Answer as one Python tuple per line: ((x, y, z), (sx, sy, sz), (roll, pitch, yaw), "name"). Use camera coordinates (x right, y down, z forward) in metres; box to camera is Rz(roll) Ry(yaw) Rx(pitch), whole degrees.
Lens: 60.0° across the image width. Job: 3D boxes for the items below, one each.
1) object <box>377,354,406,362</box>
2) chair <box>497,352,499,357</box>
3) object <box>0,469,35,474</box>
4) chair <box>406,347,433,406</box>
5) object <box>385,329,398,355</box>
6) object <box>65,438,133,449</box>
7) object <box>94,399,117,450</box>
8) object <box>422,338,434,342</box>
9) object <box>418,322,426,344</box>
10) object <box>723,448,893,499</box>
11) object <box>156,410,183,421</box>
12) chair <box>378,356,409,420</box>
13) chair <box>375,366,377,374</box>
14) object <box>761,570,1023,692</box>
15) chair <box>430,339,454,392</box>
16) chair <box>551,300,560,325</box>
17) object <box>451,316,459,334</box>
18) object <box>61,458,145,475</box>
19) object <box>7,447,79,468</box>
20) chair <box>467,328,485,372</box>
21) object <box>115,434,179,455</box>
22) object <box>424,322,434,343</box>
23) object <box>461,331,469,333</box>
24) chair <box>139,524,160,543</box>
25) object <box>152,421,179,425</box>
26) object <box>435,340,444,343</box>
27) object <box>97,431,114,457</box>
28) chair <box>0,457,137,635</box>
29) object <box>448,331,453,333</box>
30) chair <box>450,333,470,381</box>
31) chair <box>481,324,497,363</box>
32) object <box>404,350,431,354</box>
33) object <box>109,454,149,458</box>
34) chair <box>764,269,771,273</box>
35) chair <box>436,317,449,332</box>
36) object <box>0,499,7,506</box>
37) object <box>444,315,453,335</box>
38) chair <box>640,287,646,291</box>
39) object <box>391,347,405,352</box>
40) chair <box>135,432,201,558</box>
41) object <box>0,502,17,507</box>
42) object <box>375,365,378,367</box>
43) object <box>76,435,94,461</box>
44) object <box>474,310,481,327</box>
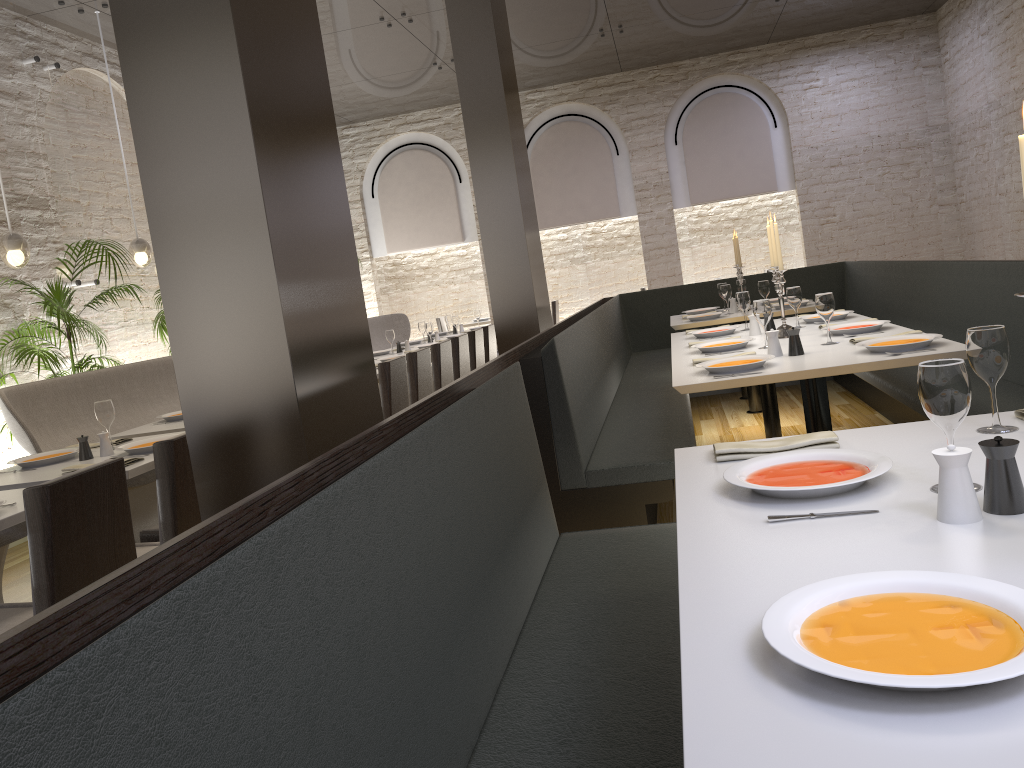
((-0.963, -0.207, 7.318), (0.322, 0.036, 0.322), (-10, 6, -11), "object")
((-0.045, -0.333, 10.130), (0.565, 0.903, 0.413), (-8, 4, 11), "chair")
((-2.127, 0.373, 3.814), (0.185, 0.010, 0.017), (-7, 6, 11), "object")
((-0.787, 0.249, 5.937), (0.565, 0.903, 0.413), (-8, 4, 11), "chair")
((-1.130, -0.391, 8.297), (0.086, 0.230, 0.086), (-5, 6, 41), "object")
((-2.014, 0.295, 4.325), (0.272, 0.033, 0.143), (-7, 6, 11), "object")
((-1.872, 0.191, 4.100), (0.086, 0.230, 0.086), (-12, 5, -37), "object")
((-1.023, -0.483, 9.930), (0.272, 0.033, 0.143), (-7, 6, 11), "object")
((-0.940, -0.541, 9.372), (0.086, 0.230, 0.086), (-5, 6, 41), "object")
((0.584, 0.183, 1.758), (0.321, 0.036, 0.323), (-5, 7, 30), "object")
((-1.890, 0.179, 5.134), (0.322, 0.036, 0.322), (-9, 6, -7), "object")
((-0.884, 0.326, 5.384), (0.565, 0.903, 0.413), (-8, 4, 11), "chair")
((-0.982, 0.402, 4.834), (0.565, 0.903, 0.413), (-8, 4, 11), "chair")
((0.452, 0.286, 1.012), (0.322, 0.036, 0.322), (-10, 6, -13), "object")
((-0.684, 0.169, 6.517), (0.565, 0.903, 0.413), (-8, 4, 11), "chair")
((0.477, -0.778, 13.389), (0.565, 0.903, 0.413), (-8, 4, 11), "chair")
((-0.613, -0.635, 9.769), (0.086, 0.230, 0.086), (-5, 6, 41), "object")
((-1.632, 0.325, 3.539), (0.272, 0.033, 0.143), (-7, 6, 11), "object")
((-2.092, 0.337, 3.993), (0.323, 0.036, 0.321), (-15, 9, -44), "object")
((-0.483, 0.011, 7.653), (0.565, 0.903, 0.413), (-8, 4, 11), "chair")
((-1.569, 0.269, 3.891), (0.323, 0.036, 0.321), (-15, 9, -44), "object")
((-0.804, -0.485, 8.694), (0.086, 0.230, 0.086), (-5, 6, 41), "object")
((-0.443, -0.608, 10.262), (0.272, 0.033, 0.143), (-7, 6, 11), "object")
((-1.183, 0.560, 3.698), (0.565, 0.903, 0.413), (-8, 4, 11), "chair")
((-1.925, 0.214, 4.955), (0.185, 0.010, 0.017), (-7, 6, 11), "object")
((-0.641, -0.453, 9.145), (0.272, 0.033, 0.143), (-7, 6, 11), "object")
((-1.796, 0.262, 3.910), (0.059, 0.109, 0.060), (-7, 5, 19), "object")
((-1.384, 0.718, 2.560), (0.565, 0.903, 0.413), (-8, 4, 11), "chair")
((-0.826, -0.638, 11.048), (0.272, 0.033, 0.143), (-7, 6, 11), "object")
((-0.585, 0.091, 7.075), (0.565, 0.903, 0.413), (-8, 4, 11), "chair")
((-0.387, -0.065, 8.199), (0.565, 0.903, 0.413), (-8, 4, 11), "chair")
((-0.832, -0.303, 8.063), (0.272, 0.033, 0.143), (-7, 6, 11), "object")
((-1.605, 0.302, 3.713), (0.181, 0.015, 0.038), (-7, 6, 12), "object")
((3.510, -1.172, 12.812), (0.565, 0.903, 0.413), (-8, 4, 11), "chair")
((-0.800, -0.612, 13.632), (0.565, 0.903, 0.413), (-8, 4, 11), "chair")
((-1.765, 0.424, 2.780), (0.322, 0.036, 0.322), (-10, 6, -11), "object")
((-0.745, -0.694, 10.477), (0.086, 0.230, 0.086), (-5, 6, 41), "object")
((2.233, -1.006, 13.055), (0.565, 0.903, 0.413), (-8, 4, 11), "chair")
((-1.214, -0.333, 8.849), (0.272, 0.033, 0.143), (-7, 6, 11), "object")
((-1.281, 0.637, 3.142), (0.565, 0.903, 0.413), (-8, 4, 11), "chair")
((-1.738, 0.410, 2.956), (0.185, 0.010, 0.017), (-7, 6, 11), "object")
((-1.026, -0.151, 6.967), (0.272, 0.033, 0.143), (-7, 6, 11), "object")
((-1.872, 0.277, 3.878), (0.059, 0.109, 0.060), (-7, 5, 19), "object")
((-0.418, -0.788, 10.875), (0.086, 0.230, 0.086), (-5, 6, 41), "object")
